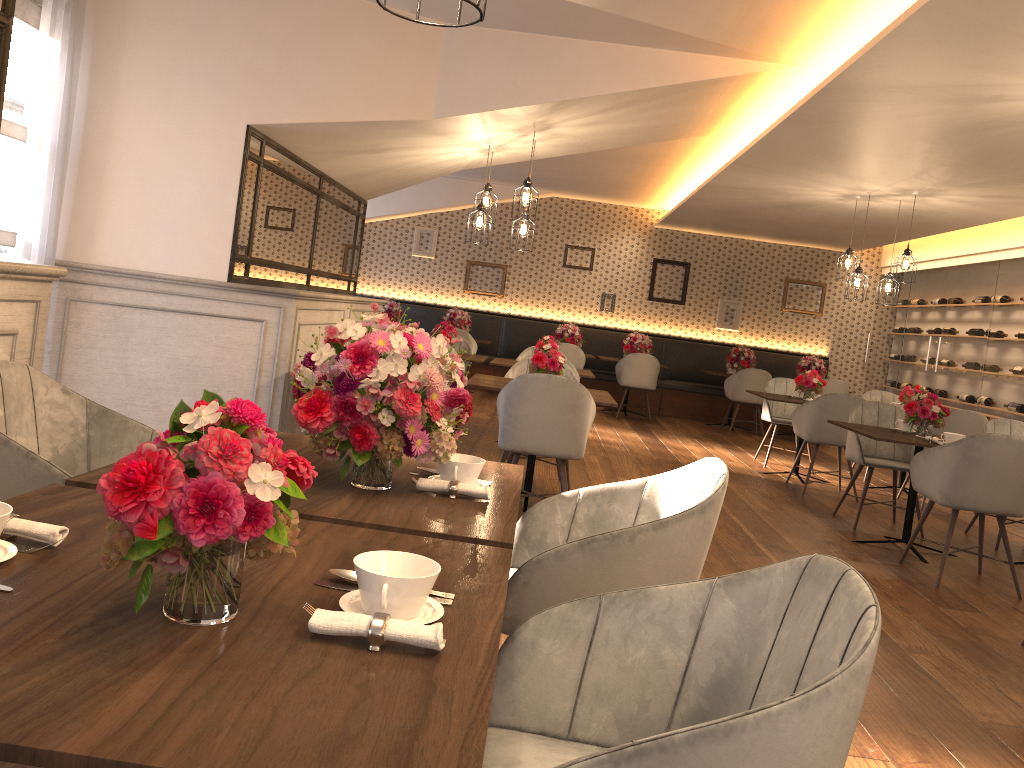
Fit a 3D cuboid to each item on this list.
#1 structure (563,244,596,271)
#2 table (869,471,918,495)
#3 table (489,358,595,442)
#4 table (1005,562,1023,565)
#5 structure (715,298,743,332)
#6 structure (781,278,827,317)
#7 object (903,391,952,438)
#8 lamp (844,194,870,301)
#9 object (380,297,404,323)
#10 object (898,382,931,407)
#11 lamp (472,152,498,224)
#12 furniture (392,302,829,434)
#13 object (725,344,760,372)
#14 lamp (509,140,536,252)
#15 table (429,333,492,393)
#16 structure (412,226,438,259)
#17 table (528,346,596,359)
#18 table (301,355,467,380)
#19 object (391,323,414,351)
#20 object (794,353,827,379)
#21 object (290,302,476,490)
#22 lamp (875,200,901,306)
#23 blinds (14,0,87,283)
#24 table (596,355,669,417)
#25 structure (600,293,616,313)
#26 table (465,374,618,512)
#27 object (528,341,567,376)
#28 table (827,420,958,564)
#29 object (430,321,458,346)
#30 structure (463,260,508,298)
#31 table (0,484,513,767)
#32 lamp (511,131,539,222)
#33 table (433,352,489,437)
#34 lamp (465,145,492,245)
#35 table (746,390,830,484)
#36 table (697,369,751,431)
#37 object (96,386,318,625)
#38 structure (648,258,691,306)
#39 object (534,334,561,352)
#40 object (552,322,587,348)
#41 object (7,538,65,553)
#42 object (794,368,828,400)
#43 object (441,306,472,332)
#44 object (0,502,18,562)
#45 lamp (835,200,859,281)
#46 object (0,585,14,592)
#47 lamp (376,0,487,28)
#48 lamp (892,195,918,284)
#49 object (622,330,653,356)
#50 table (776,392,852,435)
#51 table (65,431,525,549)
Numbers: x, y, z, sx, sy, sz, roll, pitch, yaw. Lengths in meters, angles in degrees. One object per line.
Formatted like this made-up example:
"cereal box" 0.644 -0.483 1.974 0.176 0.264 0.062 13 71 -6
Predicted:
"structure" 0.977 -1.839 12.900 0.449 0.344 0.016 8 1 2
"table" 3.586 0.637 8.060 0.896 0.720 0.898 8 3 2
"table" 0.224 0.203 7.878 0.896 0.720 0.898 8 3 2
"table" 3.493 0.826 5.584 0.896 0.720 0.898 8 3 2
"structure" 3.145 -0.999 12.823 0.340 0.439 0.034 8 1 2
"structure" 4.213 -1.251 12.777 0.601 0.485 0.032 8 1 2
"object" 2.646 0.191 5.642 0.304 0.301 0.235 6 3 -21
"lamp" 3.235 -1.784 7.976 0.175 2.068 0.175 8 1 3
"object" -1.686 -0.965 12.009 0.407 0.425 0.418 10 4 44
"object" 3.680 0.133 8.055 0.306 0.301 0.234 9 3 24
"lamp" -0.086 -2.282 6.867 0.175 2.068 0.175 8 1 3
"furniture" 0.965 -0.267 12.637 7.089 1.080 0.542 8 2 2
"object" 3.065 -0.319 11.837 0.407 0.425 0.418 10 4 44
"lamp" 0.202 -2.031 6.658 0.175 2.068 0.175 8 1 3
"table" -0.787 -0.272 12.065 0.896 0.720 0.898 8 3 2
"structure" -1.273 -2.077 12.972 0.340 0.439 0.034 8 1 2
"table" 0.616 -0.081 12.016 0.896 0.720 0.898 8 3 2
"table" -0.814 0.250 5.590 0.896 0.720 0.898 8 3 2
"object" -0.704 -0.248 5.534 0.233 0.301 0.306 7 3 -23
"object" 3.996 -0.192 11.815 0.418 0.425 0.407 5 4 -45
"object" -0.299 0.027 2.056 0.419 0.425 0.407 7 3 -10
"lamp" 3.562 -1.749 8.090 0.175 2.068 0.175 8 1 3
"blinds" -2.432 -0.849 4.039 0.134 2.695 1.383 8 2 2
"table" 1.566 0.049 11.982 0.896 0.720 0.898 8 3 2
"structure" 1.399 -1.180 12.894 0.216 0.277 0.018 8 1 2
"table" 0.136 0.380 5.556 0.896 0.720 0.898 8 3 2
"object" 0.227 -0.122 5.513 0.235 0.301 0.305 9 3 21
"table" 2.542 0.696 5.617 0.896 0.720 0.898 8 3 2
"object" -0.616 -0.424 7.853 0.233 0.301 0.306 7 3 -23
"structure" -0.387 -1.536 12.947 0.601 0.485 0.032 8 1 2
"table" -0.507 0.644 1.255 0.896 0.720 0.898 8 3 2
"lamp" 0.215 -2.198 6.325 0.175 2.068 0.175 8 1 3
"table" -0.726 0.073 7.912 0.896 0.720 0.898 8 3 2
"lamp" -0.125 -2.066 6.543 0.175 2.068 0.175 8 1 3
"table" 2.636 0.507 8.093 0.896 0.720 0.898 8 3 2
"table" 2.969 0.240 11.932 0.896 0.720 0.898 8 3 2
"object" -0.385 0.151 1.159 0.235 0.301 0.305 9 3 21
"structure" 2.282 -1.483 12.854 0.544 0.631 0.035 8 1 2
"object" 0.315 -0.297 7.832 0.235 0.301 0.305 9 3 21
"object" 0.764 -0.638 12.006 0.418 0.425 0.407 5 4 -45
"object" -0.761 0.228 1.313 0.192 0.024 0.025 8 3 2
"object" 2.741 0.002 8.119 0.304 0.301 0.235 6 3 -21
"object" -0.747 -0.837 11.971 0.419 0.425 0.407 7 3 -10
"object" -0.770 0.209 1.234 0.149 0.072 0.148 11 6 44
"lamp" 3.273 -2.000 8.299 0.175 2.068 0.175 8 1 3
"object" -0.752 0.253 1.156 0.211 0.004 0.022 8 4 2
"lamp" 0.003 -1.632 1.410 0.175 2.068 0.175 8 1 3
"lamp" 3.575 -1.916 7.758 0.175 2.068 0.175 8 1 3
"object" 1.683 -0.506 11.874 0.420 0.425 0.406 8 3 4
"table" 3.919 0.370 11.898 0.896 0.720 0.898 8 3 2
"table" -0.471 0.572 2.193 0.896 0.720 0.898 8 3 2
